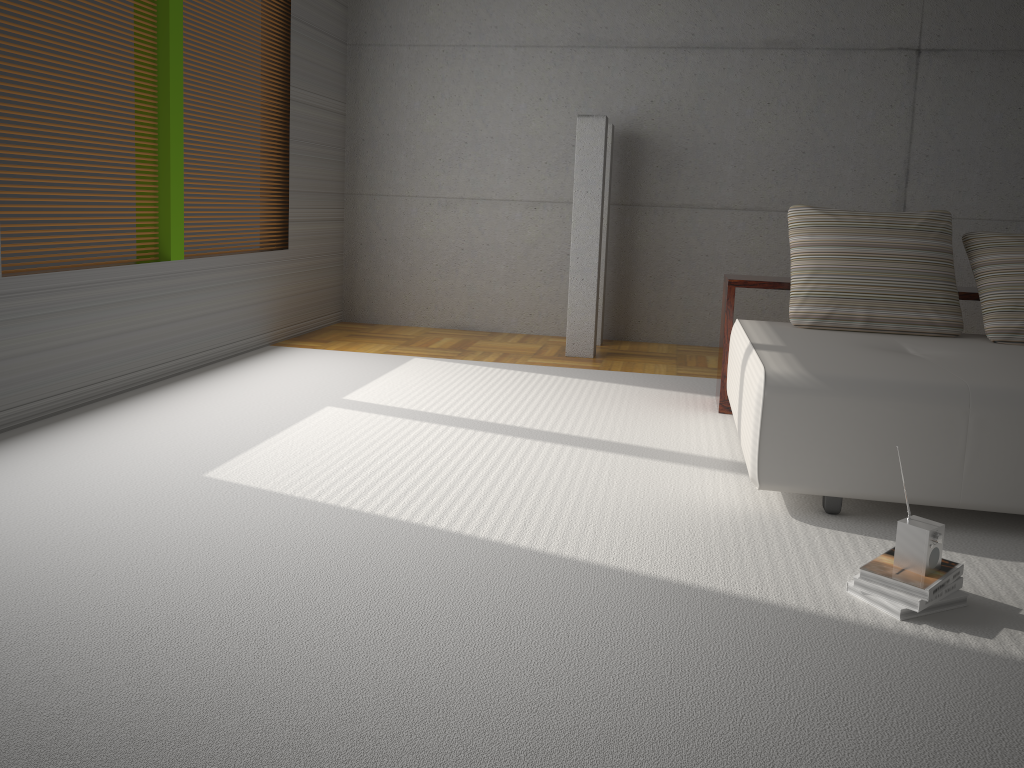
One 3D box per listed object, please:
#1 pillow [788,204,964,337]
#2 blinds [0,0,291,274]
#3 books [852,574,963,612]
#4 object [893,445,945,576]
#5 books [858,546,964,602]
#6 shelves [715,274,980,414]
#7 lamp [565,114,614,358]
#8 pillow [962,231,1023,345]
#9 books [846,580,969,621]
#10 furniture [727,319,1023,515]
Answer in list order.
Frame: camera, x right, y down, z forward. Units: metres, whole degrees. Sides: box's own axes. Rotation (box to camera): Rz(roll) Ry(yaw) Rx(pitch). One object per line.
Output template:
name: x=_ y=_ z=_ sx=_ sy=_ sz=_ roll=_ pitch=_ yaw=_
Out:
pillow: x=1.787 y=-0.570 z=4.380 sx=0.801 sy=0.603 sz=0.495 roll=4 pitch=9 yaw=10
blinds: x=-1.949 y=-1.595 z=4.870 sx=0.012 sy=2.023 sz=3.571 roll=4 pitch=10 yaw=10
books: x=1.113 y=0.558 z=2.486 sx=0.265 sy=0.032 sz=0.191 roll=-7 pitch=15 yaw=-40
object: x=1.103 y=0.338 z=2.421 sx=0.186 sy=0.363 sz=0.091 roll=-4 pitch=10 yaw=-39
books: x=1.122 y=0.526 z=2.482 sx=0.190 sy=0.032 sz=0.266 roll=13 pitch=16 yaw=43
shelves: x=2.254 y=-0.147 z=4.652 sx=2.252 sy=0.709 sz=0.404 roll=4 pitch=8 yaw=10
lamp: x=0.585 y=-1.094 z=6.557 sx=0.200 sy=1.674 sz=0.805 roll=4 pitch=8 yaw=10
pillow: x=2.616 y=-0.446 z=4.183 sx=0.807 sy=0.512 sz=0.584 roll=4 pitch=10 yaw=11
books: x=1.112 y=0.589 z=2.490 sx=0.265 sy=0.032 sz=0.191 roll=-3 pitch=13 yaw=-25
furniture: x=2.053 y=0.137 z=3.696 sx=2.170 sy=0.516 sz=1.631 roll=4 pitch=11 yaw=10
